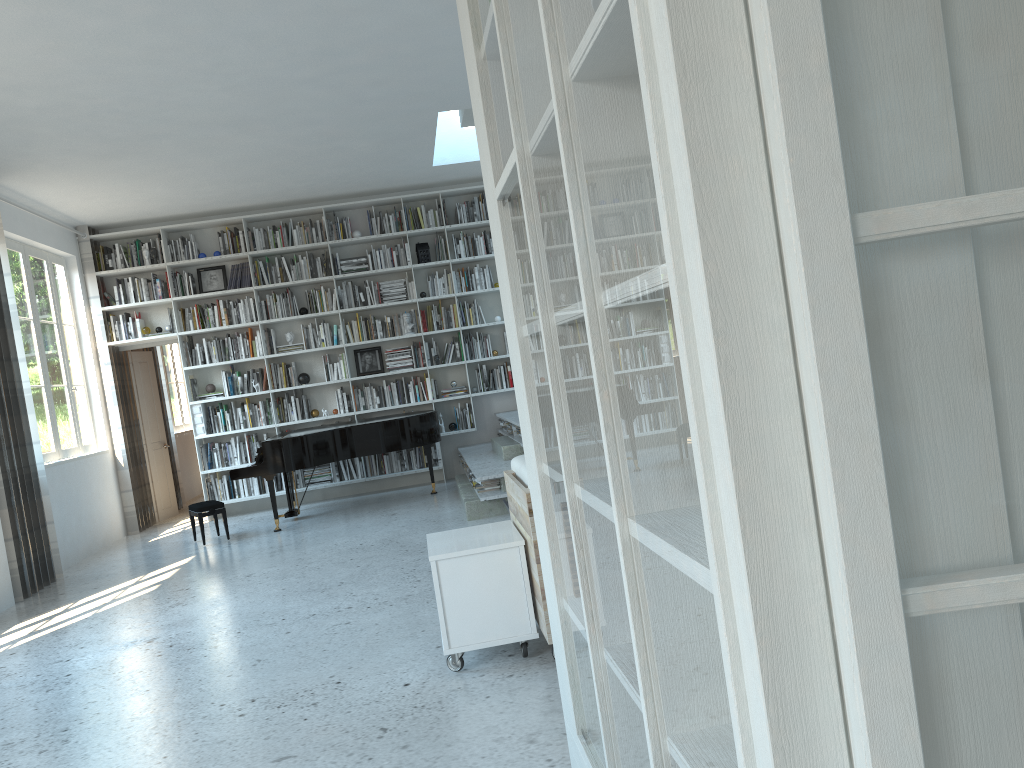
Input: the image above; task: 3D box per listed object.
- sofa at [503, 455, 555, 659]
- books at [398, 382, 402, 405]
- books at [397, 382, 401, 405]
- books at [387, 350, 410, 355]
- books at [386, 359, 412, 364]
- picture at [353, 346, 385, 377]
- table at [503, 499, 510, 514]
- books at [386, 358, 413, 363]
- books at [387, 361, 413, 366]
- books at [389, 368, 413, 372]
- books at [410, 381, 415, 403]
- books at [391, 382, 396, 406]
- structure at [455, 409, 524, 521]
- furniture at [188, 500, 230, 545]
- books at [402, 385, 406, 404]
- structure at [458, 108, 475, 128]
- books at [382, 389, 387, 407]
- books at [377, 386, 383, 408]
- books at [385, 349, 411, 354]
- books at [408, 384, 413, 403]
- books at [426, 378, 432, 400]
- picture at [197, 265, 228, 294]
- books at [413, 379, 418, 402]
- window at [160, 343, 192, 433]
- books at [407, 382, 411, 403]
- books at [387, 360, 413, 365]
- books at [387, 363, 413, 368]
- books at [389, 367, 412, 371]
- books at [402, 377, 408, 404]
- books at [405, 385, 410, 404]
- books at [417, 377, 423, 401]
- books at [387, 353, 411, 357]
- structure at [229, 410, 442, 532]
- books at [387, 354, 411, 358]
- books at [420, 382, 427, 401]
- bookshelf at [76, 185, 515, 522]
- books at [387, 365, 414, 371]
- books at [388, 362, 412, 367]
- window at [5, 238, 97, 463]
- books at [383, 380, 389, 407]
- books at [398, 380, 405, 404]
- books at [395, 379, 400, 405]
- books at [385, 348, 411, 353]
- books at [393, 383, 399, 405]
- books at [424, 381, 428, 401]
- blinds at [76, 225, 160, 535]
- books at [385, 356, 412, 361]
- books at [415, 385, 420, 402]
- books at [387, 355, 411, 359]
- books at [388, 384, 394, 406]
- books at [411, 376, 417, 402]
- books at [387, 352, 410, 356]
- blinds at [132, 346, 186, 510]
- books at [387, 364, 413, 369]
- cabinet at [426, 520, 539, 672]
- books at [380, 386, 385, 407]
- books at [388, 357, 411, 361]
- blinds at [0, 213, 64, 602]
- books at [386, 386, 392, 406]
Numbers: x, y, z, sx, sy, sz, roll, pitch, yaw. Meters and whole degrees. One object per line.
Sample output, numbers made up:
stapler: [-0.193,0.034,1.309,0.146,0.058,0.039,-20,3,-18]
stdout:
sofa: [1.120,0.504,3.839,2.194,0.854,0.871,-9,2,-6]
books: [-1.231,0.095,9.736,0.010,0.261,0.181,-9,2,-6]
books: [-1.242,0.101,9.746,0.011,0.252,0.158,-9,2,-6]
books: [-1.248,-0.342,9.728,0.254,0.012,0.161,-9,1,-10]
books: [-1.234,-0.246,9.736,0.285,0.012,0.159,-9,1,-4]
picture: [-1.571,-0.248,9.748,0.300,0.300,0.077,-9,2,-6]
table: [0.642,0.853,5.869,1.269,0.218,1.257,-9,1,-6]
books: [-1.235,-0.258,9.728,0.285,0.012,0.159,-9,1,-1]
books: [-1.231,-0.223,9.741,0.285,0.012,0.159,-9,1,-6]
books: [-1.219,-0.152,9.735,0.254,0.012,0.161,-9,1,-10]
books: [-1.092,0.087,9.745,0.023,0.234,0.174,-9,2,-6]
books: [-1.301,0.108,9.748,0.025,0.254,0.136,-9,2,-6]
structure: [0.860,0.536,8.558,2.898,0.659,3.112,-9,1,-6]
furniture: [-2.723,1.231,7.959,0.239,0.353,0.467,-10,2,-31]
books: [-1.185,0.117,9.749,0.021,0.203,0.128,-9,2,-6]
structure: [0.786,-1.157,8.131,2.613,3.383,1.954,-9,2,-6]
books: [-1.396,0.153,9.709,0.023,0.196,0.165,-9,2,-6]
books: [-1.438,0.138,9.706,0.029,0.238,0.165,-9,2,-6]
books: [-1.250,-0.354,9.732,0.285,0.012,0.159,-9,1,-4]
books: [-1.113,0.105,9.743,0.023,0.204,0.167,-9,2,-6]
books: [-0.915,0.054,9.757,0.033,0.246,0.176,-9,2,-6]
picture: [-3.221,-1.114,9.541,0.300,0.300,0.077,-9,2,-6]
books: [-1.064,0.071,9.768,0.014,0.256,0.145,-9,2,-6]
window: [-4.720,-0.320,12.007,0.073,2.010,1.982,-9,2,-6]
books: [-1.135,0.093,9.753,0.014,0.235,0.154,-9,2,-6]
books: [-1.232,-0.235,9.738,0.285,0.012,0.159,-9,1,-5]
books: [-1.226,-0.199,9.730,0.285,0.012,0.159,-9,1,-1]
books: [-1.222,-0.164,9.739,0.254,0.012,0.161,-9,1,-4]
books: [-1.175,0.068,9.739,0.012,0.297,0.177,-9,2,-6]
books: [-1.150,0.110,9.740,0.024,0.207,0.183,-9,2,-6]
books: [-1.011,0.055,9.761,0.026,0.272,0.175,-9,2,-6]
books: [-1.244,-0.318,9.729,0.254,0.012,0.161,-9,1,-10]
structure: [-1.601,0.812,8.589,1.918,0.833,1.334,-9,2,-6]
books: [-1.243,-0.306,9.731,0.254,0.012,0.161,-9,1,-9]
books: [-0.971,0.080,9.755,0.042,0.212,0.169,-9,2,-6]
bookshelf: [-1.176,-0.431,9.675,6.295,3.144,0.330,-9,2,-6]
books: [-1.223,-0.176,9.731,0.285,0.012,0.159,-9,1,-11]
books: [-1.228,-0.211,9.730,0.254,0.012,0.161,-9,1,-11]
window: [-4.269,-0.288,8.065,0.073,2.010,1.982,-9,2,-6]
books: [-1.380,0.102,9.722,0.026,0.292,0.152,-9,2,-6]
books: [-1.212,0.090,9.731,0.028,0.264,0.161,-9,2,-6]
books: [-1.258,0.086,9.750,0.014,0.286,0.134,-9,2,-6]
books: [-1.251,-0.366,9.724,0.285,0.012,0.159,-9,1,-11]
books: [-1.272,0.109,9.725,0.026,0.245,0.191,-9,2,-6]
books: [-0.946,0.074,9.759,0.011,0.216,0.166,-9,2,-6]
blinds: [-4.223,-0.034,9.528,0.140,3.232,0.776,-9,2,-6]
books: [-1.238,-0.282,9.727,0.285,0.012,0.159,-9,1,-1]
books: [-1.037,0.105,9.747,0.023,0.183,0.169,-9,2,-6]
books: [-1.241,-0.294,9.732,0.254,0.012,0.161,-9,1,-3]
books: [-1.325,0.121,9.731,0.031,0.237,0.159,-9,2,-6]
books: [-1.079,0.055,9.758,0.014,0.294,0.137,-9,2,-6]
books: [-1.246,-0.330,9.730,0.254,0.012,0.161,-9,1,-9]
blinds: [-4.357,-0.043,10.698,0.140,3.232,0.776,-9,2,-6]
books: [-1.226,-0.188,9.740,0.285,0.012,0.159,-9,1,-7]
cabinet: [-0.130,0.881,3.725,0.380,0.487,0.502,-9,2,-6]
books: [-1.418,0.139,9.718,0.013,0.230,0.138,-9,2,-6]
books: [-1.236,-0.270,9.728,0.254,0.012,0.161,-9,1,-11]
blinds: [-3.906,-0.012,6.754,0.140,3.232,0.776,-9,2,-6]
books: [-1.351,0.133,9.735,0.025,0.220,0.140,-9,2,-6]
